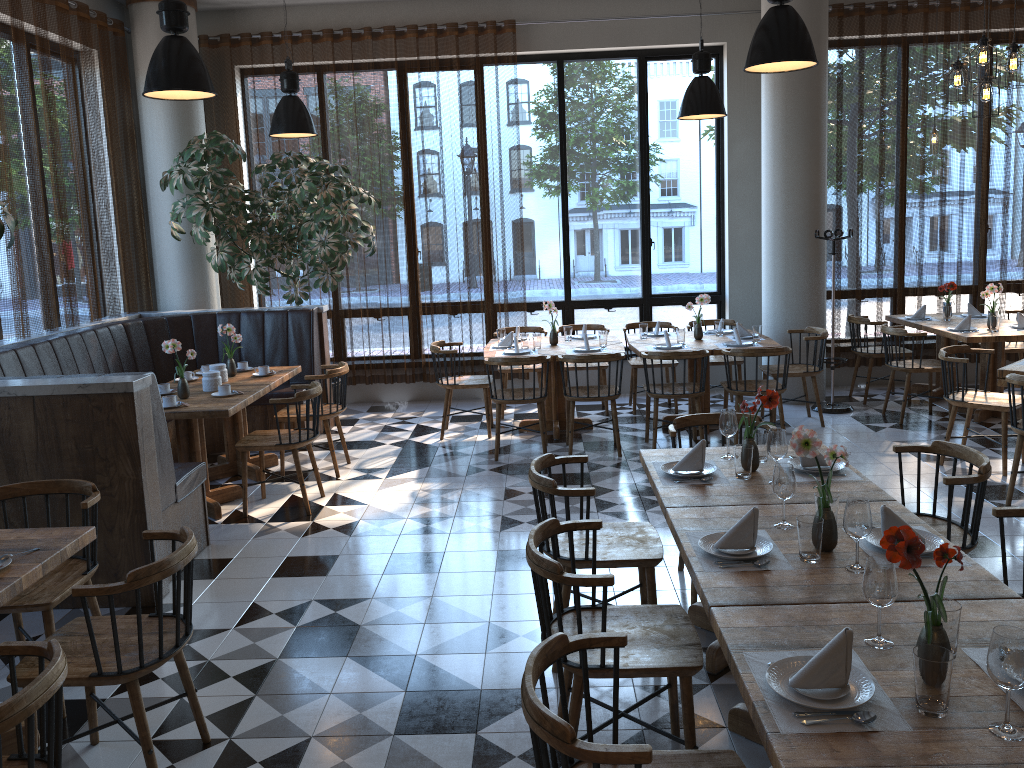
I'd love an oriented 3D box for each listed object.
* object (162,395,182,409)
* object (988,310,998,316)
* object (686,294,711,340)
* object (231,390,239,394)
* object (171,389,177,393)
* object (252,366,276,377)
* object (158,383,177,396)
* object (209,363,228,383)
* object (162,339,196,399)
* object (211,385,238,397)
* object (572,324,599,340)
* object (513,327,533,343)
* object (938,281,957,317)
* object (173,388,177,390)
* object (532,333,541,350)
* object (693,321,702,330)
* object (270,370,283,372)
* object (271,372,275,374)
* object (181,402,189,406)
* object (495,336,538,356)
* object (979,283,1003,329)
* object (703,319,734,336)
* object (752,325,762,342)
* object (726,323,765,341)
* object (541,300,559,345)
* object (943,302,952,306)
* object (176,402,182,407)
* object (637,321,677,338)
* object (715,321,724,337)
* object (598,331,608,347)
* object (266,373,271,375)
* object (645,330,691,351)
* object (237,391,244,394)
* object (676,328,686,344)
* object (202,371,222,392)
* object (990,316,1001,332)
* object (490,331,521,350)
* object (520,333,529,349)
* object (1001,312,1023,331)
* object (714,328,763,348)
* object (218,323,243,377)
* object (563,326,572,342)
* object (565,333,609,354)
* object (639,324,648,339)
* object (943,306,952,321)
[{"bbox_3d":[-2.177,0.112,5.632,0.176,0.066,0.177,-3,10,-6],"label":"object"},{"bbox_3d":[4.227,-0.579,7.793,0.080,0.131,0.080,-4,9,-13],"label":"object"},{"bbox_3d":[1.607,-0.578,7.640,0.206,0.398,0.147,-1,8,7],"label":"object"},{"bbox_3d":[-1.866,0.060,5.961,0.034,0.012,0.156,-9,12,-35],"label":"object"},{"bbox_3d":[-2.333,0.047,6.127,0.052,0.023,0.051,2,11,25],"label":"object"},{"bbox_3d":[-1.884,-0.099,6.732,0.176,0.066,0.177,-5,10,-15],"label":"object"},{"bbox_3d":[-2.400,0.035,6.110,0.175,0.066,0.177,0,10,12],"label":"object"},{"bbox_3d":[-2.158,-0.078,6.509,0.130,0.128,0.130,-11,13,-43],"label":"object"},{"bbox_3d":[-2.203,-0.102,5.894,0.207,0.398,0.147,-7,10,-31],"label":"object"},{"bbox_3d":[-1.931,0.044,5.951,0.176,0.066,0.176,5,13,37],"label":"object"},{"bbox_3d":[0.660,-0.488,8.096,0.352,0.136,0.273,-2,10,2],"label":"object"},{"bbox_3d":[0.050,-0.466,8.116,0.352,0.136,0.273,-2,10,2],"label":"object"},{"bbox_3d":[4.123,-0.796,8.390,0.156,0.353,0.172,1,9,24],"label":"object"},{"bbox_3d":[-2.348,0.045,6.158,0.052,0.023,0.051,2,11,25],"label":"object"},{"bbox_3d":[0.213,-0.361,7.512,0.080,0.131,0.080,-4,9,-13],"label":"object"},{"bbox_3d":[1.649,-0.487,7.879,0.080,0.131,0.080,-4,9,-13],"label":"object"},{"bbox_3d":[-1.822,-0.103,6.853,0.034,0.023,0.156,2,11,26],"label":"object"},{"bbox_3d":[-1.819,-0.078,6.711,0.050,0.023,0.052,-3,10,-2],"label":"object"},{"bbox_3d":[-2.077,0.129,5.634,0.049,0.025,0.053,-4,10,-9],"label":"object"},{"bbox_3d":[0.037,-0.322,7.324,0.352,0.136,0.273,-2,10,2],"label":"object"},{"bbox_3d":[4.087,-0.666,7.557,0.147,0.398,0.207,-8,10,-34],"label":"object"},{"bbox_3d":[1.896,-0.532,8.055,0.352,0.136,0.273,-2,10,2],"label":"object"},{"bbox_3d":[2.055,-0.421,7.420,0.080,0.131,0.080,-4,9,-13],"label":"object"},{"bbox_3d":[2.017,-0.467,7.667,0.272,0.136,0.354,-2,10,2],"label":"object"},{"bbox_3d":[0.333,-0.535,7.699,0.146,0.398,0.208,-2,8,1],"label":"object"},{"bbox_3d":[4.251,-0.736,8.652,0.080,0.131,0.080,2,10,27],"label":"object"},{"bbox_3d":[-2.114,0.132,5.619,0.034,0.012,0.156,-5,11,-15],"label":"object"},{"bbox_3d":[1.323,-0.512,8.074,0.352,0.136,0.273,-2,10,2],"label":"object"},{"bbox_3d":[1.834,-0.487,7.836,0.080,0.131,0.080,-4,9,-13],"label":"object"},{"bbox_3d":[0.771,-0.381,7.493,0.080,0.131,0.080,-4,9,-13],"label":"object"},{"bbox_3d":[-1.839,-0.075,6.684,0.050,0.023,0.052,-3,10,-2],"label":"object"},{"bbox_3d":[1.278,-0.366,7.282,0.352,0.136,0.273,-2,10,2],"label":"object"},{"bbox_3d":[-1.837,0.055,5.988,0.049,0.025,0.053,-8,11,-29],"label":"object"},{"bbox_3d":[1.424,-0.404,7.472,0.080,0.131,0.080,-4,9,-13],"label":"object"},{"bbox_3d":[-2.090,-0.020,6.172,0.130,0.128,0.130,-11,13,-43],"label":"object"},{"bbox_3d":[4.036,-0.501,7.406,0.080,0.131,0.080,-4,9,-13],"label":"object"},{"bbox_3d":[-0.058,-0.390,7.723,0.272,0.136,0.354,-2,10,2],"label":"object"},{"bbox_3d":[0.110,-0.364,7.554,0.080,0.131,0.080,-4,9,-13],"label":"object"},{"bbox_3d":[4.387,-0.547,7.566,0.272,0.136,0.354,-2,10,2],"label":"object"},{"bbox_3d":[1.851,-0.386,7.263,0.352,0.136,0.273,-2,10,2],"label":"object"},{"bbox_3d":[-2.137,-0.259,6.743,0.206,0.398,0.147,-1,8,7],"label":"object"},{"bbox_3d":[0.502,-0.448,7.925,0.080,0.131,0.080,-4,9,-13],"label":"object"},{"bbox_3d":[0.614,-0.343,7.305,0.352,0.136,0.273,-2,10,2],"label":"object"},{"bbox_3d":[1.169,-0.466,7.870,0.080,0.131,0.080,-4,9,-13],"label":"object"},{"bbox_3d":[4.061,-0.658,8.266,0.080,0.131,0.080,2,10,27],"label":"object"}]
